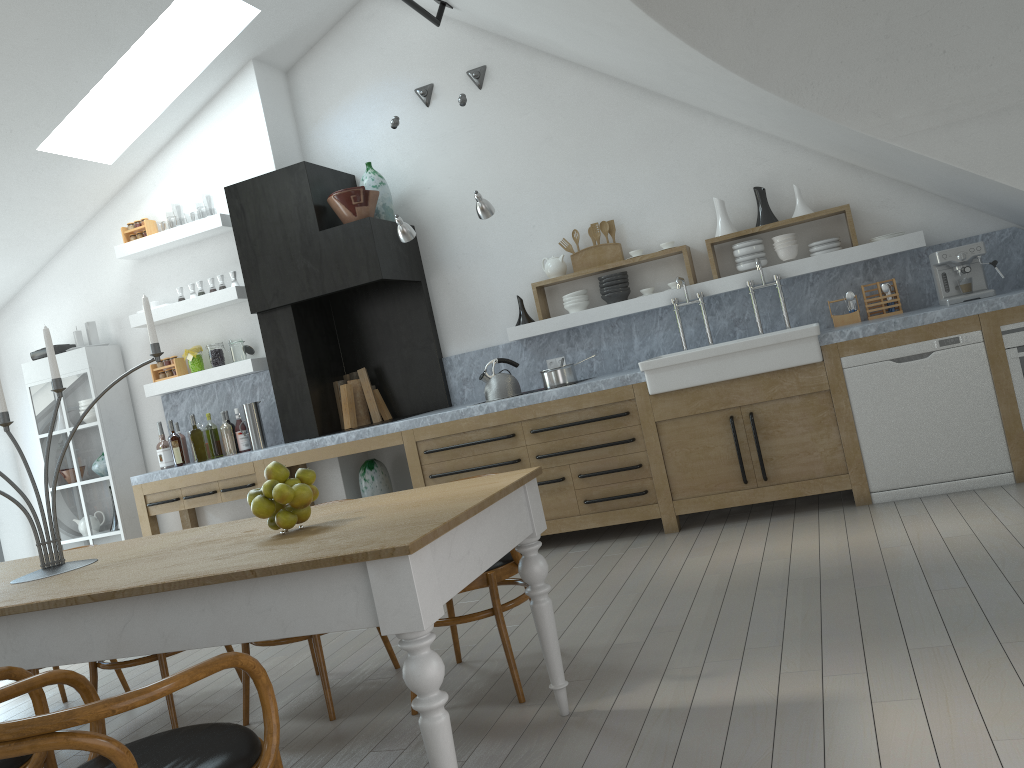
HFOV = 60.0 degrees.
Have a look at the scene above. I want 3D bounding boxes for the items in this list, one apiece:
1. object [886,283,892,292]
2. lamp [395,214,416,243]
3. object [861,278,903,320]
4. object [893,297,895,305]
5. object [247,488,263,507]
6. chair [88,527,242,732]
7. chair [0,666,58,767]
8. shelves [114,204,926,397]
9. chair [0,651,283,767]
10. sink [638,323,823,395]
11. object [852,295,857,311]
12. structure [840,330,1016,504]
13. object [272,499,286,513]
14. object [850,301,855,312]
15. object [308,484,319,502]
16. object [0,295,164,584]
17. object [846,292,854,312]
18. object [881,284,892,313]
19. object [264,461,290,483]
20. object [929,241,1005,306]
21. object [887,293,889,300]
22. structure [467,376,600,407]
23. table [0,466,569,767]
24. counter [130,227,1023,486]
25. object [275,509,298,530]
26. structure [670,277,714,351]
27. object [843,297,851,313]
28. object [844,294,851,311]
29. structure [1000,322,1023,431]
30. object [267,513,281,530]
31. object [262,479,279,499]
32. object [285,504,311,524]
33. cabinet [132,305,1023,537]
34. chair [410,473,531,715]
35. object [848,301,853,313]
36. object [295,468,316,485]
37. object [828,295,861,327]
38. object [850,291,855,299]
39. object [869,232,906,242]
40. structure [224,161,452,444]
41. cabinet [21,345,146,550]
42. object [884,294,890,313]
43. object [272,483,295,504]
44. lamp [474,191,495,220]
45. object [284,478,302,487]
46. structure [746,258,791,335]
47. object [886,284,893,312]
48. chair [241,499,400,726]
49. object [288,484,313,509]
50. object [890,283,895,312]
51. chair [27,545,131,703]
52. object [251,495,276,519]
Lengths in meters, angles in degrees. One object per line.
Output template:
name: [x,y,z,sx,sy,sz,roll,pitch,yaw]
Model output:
object: [2.337,-0.528,5.490,0.042,0.192,0.040,-12,-1,-22]
lamp: [-0.708,-1.002,5.744,0.115,0.178,0.165,-13,0,38]
object: [2.291,-0.526,5.496,0.200,0.223,0.104,-12,-1,19]
object: [2.355,-0.519,5.466,0.044,0.179,0.019,-12,-1,-3]
object: [-0.756,0.345,2.658,0.072,0.064,0.071,-12,0,13]
chair: [-1.507,1.053,3.840,0.526,0.735,0.622,-12,0,16]
chair: [-1.403,1.056,2.086,0.526,0.735,0.622,-12,0,14]
shelves: [-0.211,-0.952,6.218,5.541,1.362,0.480,-12,-1,13]
chair: [-0.758,0.920,1.785,0.526,0.735,0.622,-12,0,22]
sink: [1.336,-0.154,5.323,1.019,0.202,0.728,-12,1,19]
object: [2.129,-0.471,5.498,0.019,0.179,0.044,-12,-1,4]
structure: [2.298,0.165,4.998,0.722,0.823,0.599,-12,0,19]
object: [-0.719,0.375,2.704,0.059,0.056,0.060,-12,0,14]
object: [2.119,-0.478,5.513,0.018,0.196,0.023,-13,-1,14]
object: [-0.608,0.329,2.668,0.053,0.053,0.051,-12,0,11]
object: [-1.544,0.184,2.968,0.775,0.875,0.265,-12,-1,-7]
object: [2.112,-0.480,5.495,0.042,0.192,0.040,-12,-1,-34]
object: [2.311,-0.522,5.448,0.042,0.192,0.040,-12,-1,-21]
object: [-0.705,0.268,2.660,0.072,0.074,0.072,-12,0,19]
object: [2.602,-0.631,5.048,0.323,0.320,0.387,-12,0,19]
object: [2.328,-0.523,5.473,0.018,0.196,0.023,-13,-1,27]
structure: [0.157,0.066,5.844,0.736,0.041,0.648,-12,1,19]
table: [-1.524,1.033,3.000,3.342,0.799,1.020,-12,0,19]
counter: [0.358,-0.248,5.830,6.562,0.620,0.963,-12,0,19]
object: [-0.663,0.396,2.604,0.063,0.063,0.063,-12,0,30]
structure: [1.171,-0.431,5.661,0.214,0.530,0.332,-12,0,0]
object: [2.095,-0.463,5.514,0.044,0.179,0.019,-12,-1,-16]
object: [2.104,-0.475,5.531,0.022,0.196,0.019,-12,-1,7]
structure: [2.974,-0.077,4.749,0.631,0.637,0.632,-12,0,19]
object: [-0.707,0.412,2.656,0.051,0.050,0.050,-12,0,23]
object: [-0.707,0.309,2.606,0.053,0.057,0.058,-12,0,34]
object: [-0.647,0.384,2.676,0.078,0.074,0.080,-12,0,-26]
cabinet: [0.457,0.570,5.821,6.415,1.022,1.005,-12,0,19]
chair: [-0.152,0.764,3.414,0.526,0.735,0.622,-12,0,16]
object: [2.115,-0.477,5.534,0.018,0.196,0.020,-13,-1,29]
object: [-0.627,0.283,2.693,0.062,0.059,0.062,-12,0,20]
object: [2.087,-0.457,5.558,0.172,0.171,0.100,-12,0,21]
object: [2.128,-0.484,5.541,0.042,0.192,0.040,-12,-1,-33]
object: [2.330,-0.900,5.497,0.213,0.025,0.213,-12,1,7]
structure: [-1.255,-0.617,6.454,1.073,1.885,0.782,-12,-1,19]
cabinet: [-3.244,0.741,6.922,0.640,1.990,0.361,-13,-1,19]
object: [2.325,-0.513,5.490,0.019,0.179,0.044,-13,-1,17]
object: [-0.662,0.317,2.568,0.062,0.063,0.063,-12,0,-18]
lamp: [-0.177,-1.119,5.552,0.112,0.176,0.169,-12,0,12]
object: [-0.656,0.306,2.654,0.053,0.051,0.053,-12,0,-10]
structure: [1.622,-0.527,5.502,0.214,0.530,0.332,-12,0,0]
object: [2.328,-0.523,5.452,0.018,0.196,0.020,-13,-1,41]
chair: [-0.816,0.905,3.659,0.526,0.735,0.622,-12,0,22]
object: [-0.626,0.332,2.615,0.077,0.076,0.076,-12,0,-14]
object: [2.338,-0.525,5.453,0.022,0.196,0.019,-13,-1,20]
chair: [-2.156,1.191,4.133,0.526,0.735,0.622,-12,0,19]
object: [-0.729,0.360,2.600,0.071,0.072,0.071,-12,0,-16]
